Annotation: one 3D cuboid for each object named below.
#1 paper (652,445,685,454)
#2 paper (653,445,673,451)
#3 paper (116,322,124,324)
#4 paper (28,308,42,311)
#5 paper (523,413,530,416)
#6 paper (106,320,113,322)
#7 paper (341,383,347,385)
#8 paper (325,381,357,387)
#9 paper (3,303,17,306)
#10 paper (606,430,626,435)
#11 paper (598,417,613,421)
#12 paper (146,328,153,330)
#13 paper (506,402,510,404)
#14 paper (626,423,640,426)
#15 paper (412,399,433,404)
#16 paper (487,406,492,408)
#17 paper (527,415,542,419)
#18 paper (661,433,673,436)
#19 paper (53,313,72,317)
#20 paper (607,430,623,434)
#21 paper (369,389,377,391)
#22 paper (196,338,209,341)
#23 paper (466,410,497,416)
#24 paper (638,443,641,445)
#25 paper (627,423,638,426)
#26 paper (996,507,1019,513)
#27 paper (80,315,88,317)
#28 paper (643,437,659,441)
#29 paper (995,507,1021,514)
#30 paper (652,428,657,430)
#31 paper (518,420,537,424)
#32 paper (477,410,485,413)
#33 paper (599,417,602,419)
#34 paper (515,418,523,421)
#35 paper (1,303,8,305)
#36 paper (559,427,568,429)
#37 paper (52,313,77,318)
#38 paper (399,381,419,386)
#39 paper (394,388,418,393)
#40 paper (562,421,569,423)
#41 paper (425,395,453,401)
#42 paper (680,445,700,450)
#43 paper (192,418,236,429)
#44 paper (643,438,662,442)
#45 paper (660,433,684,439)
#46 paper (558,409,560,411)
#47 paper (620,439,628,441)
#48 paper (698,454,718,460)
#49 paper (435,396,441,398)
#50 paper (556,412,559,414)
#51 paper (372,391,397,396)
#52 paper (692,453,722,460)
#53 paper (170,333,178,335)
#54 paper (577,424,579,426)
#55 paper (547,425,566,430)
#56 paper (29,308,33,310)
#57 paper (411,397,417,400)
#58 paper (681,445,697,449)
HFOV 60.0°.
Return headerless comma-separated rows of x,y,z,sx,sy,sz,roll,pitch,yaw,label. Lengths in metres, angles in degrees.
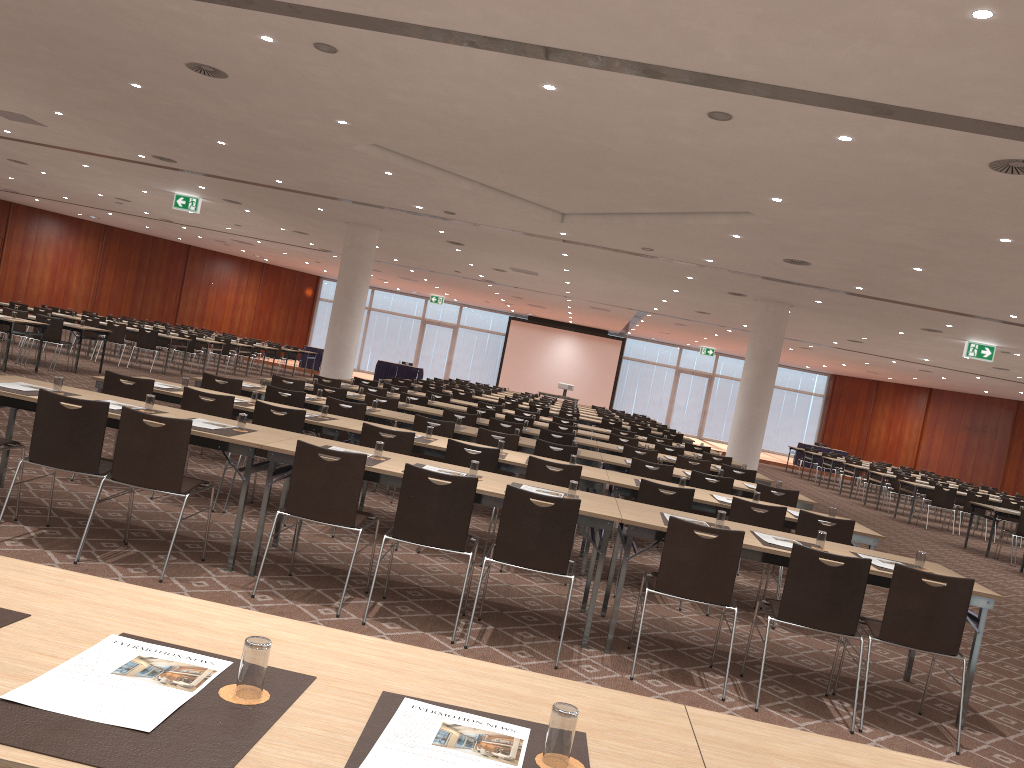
2.402,1.006,13.601,0.460,0.003,0.565,11,1,3,paper
2.327,0.986,13.652,0.283,0.006,0.398,11,1,4,paper
-9.947,-1.551,21.980,0.460,0.003,0.565,11,1,5,paper
-10.759,-1.680,20.092,0.283,0.006,0.398,11,1,7,paper
0.250,0.543,15.812,0.283,0.006,0.398,11,1,3,paper
-10.011,-1.568,22.030,0.283,0.006,0.398,11,1,4,paper
-2.732,-0.007,14.014,0.283,0.006,0.398,11,1,6,paper
-2.711,0.002,13.959,0.460,0.003,0.565,11,1,3,paper
-11.422,-1.810,20.117,0.283,0.006,0.398,11,1,5,paper
1.895,0.871,15.628,0.460,0.003,0.565,11,1,5,paper
2.286,0.851,21.096,0.460,0.003,0.565,11,1,5,paper
-9.025,-1.375,21.973,0.283,0.006,0.398,11,1,4,paper
-0.116,0.409,19.360,0.283,0.006,0.398,11,1,4,paper
2.915,0.975,21.064,0.460,0.003,0.565,11,1,4,paper
-1.445,0.251,13.844,0.460,0.003,0.565,11,1,1,paper
-0.390,0.418,15.843,0.283,0.006,0.398,11,1,4,paper
0.309,0.559,15.747,0.460,0.003,0.565,11,1,3,paper
3.348,1.090,19.082,0.283,0.006,0.398,11,1,3,paper
-10.171,-1.564,20.014,0.283,0.006,0.398,11,1,4,paper
1.823,0.852,15.696,0.283,0.006,0.398,11,1,4,paper
-2.136,0.110,13.967,0.283,0.006,0.398,11,1,4,paper
-7.727,-1.115,21.804,0.460,0.003,0.565,11,1,7,paper
-0.465,0.443,13.769,0.460,0.003,0.565,11,1,1,paper
1.747,0.877,13.618,0.460,0.003,0.565,11,1,3,paper
2.877,0.962,21.126,0.283,0.006,0.398,11,1,4,paper
8.511,2.165,15.210,0.283,0.006,0.398,11,1,3,paper
-10.634,-1.691,22.079,0.283,0.006,0.398,11,1,1,paper
2.457,0.976,15.663,0.283,0.006,0.398,11,1,6,paper
8.578,2.183,15.165,0.460,0.003,0.565,11,1,6,paper
3.558,1.101,21.004,0.460,0.003,0.565,11,1,6,paper
0.156,0.565,13.725,0.460,0.003,0.565,11,1,5,paper
-0.518,0.427,13.856,0.283,0.006,0.398,11,1,2,paper
2.231,0.835,21.165,0.283,0.006,0.398,11,1,3,paper
0.112,0.551,13.816,0.283,0.006,0.398,11,1,8,paper
-11.367,-1.794,20.063,0.460,0.003,0.565,11,1,5,paper
0.729,0.672,13.757,0.283,0.006,0.398,11,1,3,paper
-10.080,-1.542,19.984,0.460,0.003,0.565,11,1,5,paper
-2.287,-0.011,19.410,0.460,0.003,0.565,11,1,4,paper
-1.941,0.118,15.897,0.460,0.003,0.565,11,1,3,paper
0.883,0.667,15.773,0.283,0.006,0.398,11,1,5,paper
-1.298,0.244,15.842,0.460,0.003,0.565,11,1,2,paper
3.138,1.115,15.551,0.460,0.003,0.565,11,1,5,paper
-2.053,0.267,5.949,0.283,0.006,0.398,11,1,6,paper
2.522,0.994,15.564,0.460,0.003,0.565,11,1,7,paper
3.410,1.107,19.030,0.460,0.003,0.565,11,1,1,paper
1.313,0.660,21.182,0.460,0.003,0.565,11,1,5,paper
1.688,0.861,13.677,0.283,0.006,0.398,11,1,5,paper
2.995,1.117,13.609,0.283,0.006,0.398,11,1,5,paper
-1.328,0.233,15.907,0.283,0.006,0.398,11,1,4,paper
1.176,0.668,19.168,0.460,0.003,0.565,11,1,5,paper
-2.055,0.131,13.899,0.460,0.003,0.565,11,1,3,paper
2.996,1.123,13.517,0.460,0.003,0.565,11,1,5,paper
-8.365,-1.240,21.843,0.460,0.003,0.565,11,1,5,paper
0.954,0.687,15.678,0.460,0.003,0.565,11,1,5,paper
0.779,0.687,13.703,0.460,0.003,0.565,11,1,3,paper
-10.724,-1.668,20.015,0.460,0.003,0.565,11,1,2,paper
-1.487,0.237,13.919,0.283,0.006,0.398,11,1,4,paper
3.104,1.104,15.588,0.283,0.006,0.398,11,1,2,paper
